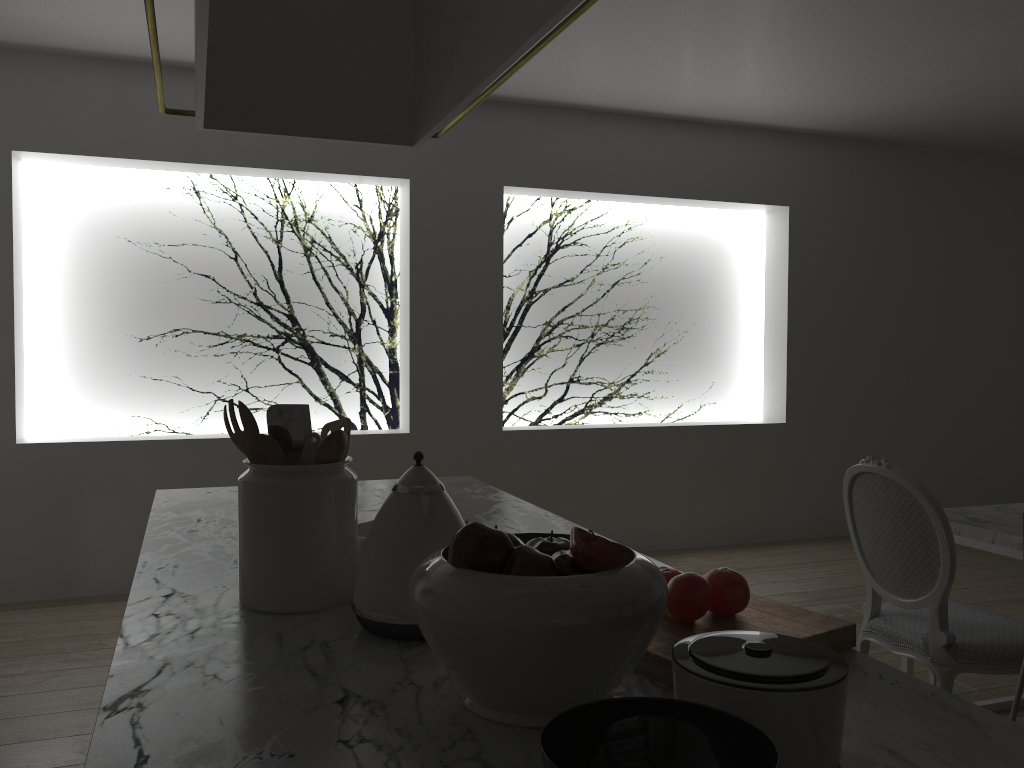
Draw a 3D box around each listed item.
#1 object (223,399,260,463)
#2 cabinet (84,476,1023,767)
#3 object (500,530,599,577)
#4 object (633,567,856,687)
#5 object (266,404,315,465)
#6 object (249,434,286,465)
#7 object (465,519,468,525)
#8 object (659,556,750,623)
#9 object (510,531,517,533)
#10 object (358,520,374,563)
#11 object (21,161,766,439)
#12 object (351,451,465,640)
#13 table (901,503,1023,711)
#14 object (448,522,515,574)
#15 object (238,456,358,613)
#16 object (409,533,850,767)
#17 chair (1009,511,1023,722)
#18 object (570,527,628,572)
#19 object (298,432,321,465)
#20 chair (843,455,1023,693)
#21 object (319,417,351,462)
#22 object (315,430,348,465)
[{"bbox_3d":[-0.364,0.169,1.303,0.131,0.296,0.056,0,2,0],"label":"object"},{"bbox_3d":[-0.138,0.679,1.408,0.870,0.721,2.360,0,2,-20],"label":"cabinet"},{"bbox_3d":[0.031,0.198,0.943,0.135,0.074,0.154,-1,2,-24],"label":"object"},{"bbox_3d":[0.201,0.313,1.200,0.290,0.030,0.400,-1,2,-35],"label":"object"},{"bbox_3d":[-0.321,0.170,1.317,0.064,0.290,0.141,0,2,-6],"label":"object"},{"bbox_3d":[-0.358,0.192,1.298,0.050,0.247,0.114,0,2,-15],"label":"object"},{"bbox_3d":[-0.086,0.277,1.705,0.034,0.037,0.033,-2,3,-42],"label":"object"},{"bbox_3d":[0.217,0.261,1.199,0.135,0.079,0.194,-1,2,-31],"label":"object"},{"bbox_3d":[-0.089,0.282,1.683,0.224,0.058,0.116,1,2,16],"label":"object"},{"bbox_3d":[-0.189,0.262,1.453,0.172,0.110,0.159,1,2,25],"label":"object"},{"bbox_3d":[0.480,1.041,5.248,10.834,8.324,0.001,0,2,-20],"label":"object"},{"bbox_3d":[-0.122,0.208,1.209,0.178,0.236,0.204,1,2,17],"label":"object"},{"bbox_3d":[1.987,0.733,2.208,0.870,0.583,1.781,0,2,-20],"label":"table"},{"bbox_3d":[-0.026,0.185,0.957,0.071,0.091,0.167,0,2,5],"label":"object"},{"bbox_3d":[-0.319,0.216,1.329,0.174,0.208,0.174,0,2,-2],"label":"object"},{"bbox_3d":[0.069,0.262,0.840,0.364,0.156,0.491,-2,3,-43],"label":"object"},{"bbox_3d":[1.403,0.662,1.956,0.439,0.745,0.470,-1,2,-30],"label":"chair"},{"bbox_3d":[0.088,0.168,0.904,0.061,0.048,0.054,2,2,34],"label":"object"},{"bbox_3d":[-0.325,0.192,1.290,0.118,0.250,0.033,1,2,20],"label":"object"},{"bbox_3d":[1.159,0.597,2.378,0.505,0.833,0.480,-1,2,-22],"label":"chair"},{"bbox_3d":[-0.273,0.184,1.341,0.054,0.262,0.149,0,2,-5],"label":"object"},{"bbox_3d":[-0.288,0.190,1.322,0.061,0.251,0.117,-1,3,-40],"label":"object"}]
